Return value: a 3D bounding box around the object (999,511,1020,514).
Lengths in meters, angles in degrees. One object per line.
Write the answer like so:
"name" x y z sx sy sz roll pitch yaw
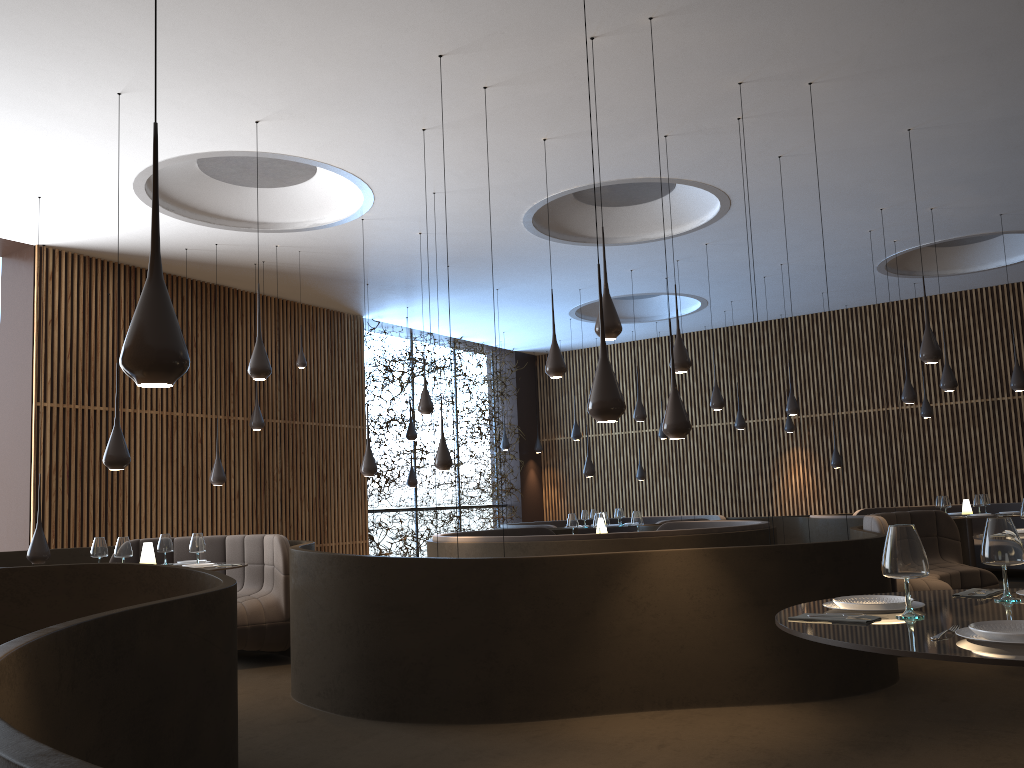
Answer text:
"object" 6.995 1.812 12.461 0.263 0.029 0.263 -8 -10 37

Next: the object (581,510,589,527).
"object" 1.252 2.309 15.195 0.142 0.294 0.142 -6 -7 28

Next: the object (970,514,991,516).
"object" 6.372 1.782 12.055 0.263 0.029 0.264 -6 -9 23

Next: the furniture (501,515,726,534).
"furniture" 1.770 2.856 15.184 3.884 1.044 3.802 -4 -8 10

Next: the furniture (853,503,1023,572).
"furniture" 7.147 2.283 12.915 1.981 1.044 3.946 1 -8 -25

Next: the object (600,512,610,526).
"object" 1.121 1.704 10.776 0.142 0.294 0.142 2 -8 -35

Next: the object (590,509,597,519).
"object" 1.459 2.380 15.777 0.142 0.294 0.142 -7 -8 33

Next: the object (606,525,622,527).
"object" 1.679 2.387 14.895 0.332 0.014 0.332 -5 -8 19

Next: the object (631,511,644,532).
"object" 1.454 1.622 10.283 0.142 0.294 0.142 -3 -7 4

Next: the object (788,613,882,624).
"object" 1.045 0.762 2.878 0.262 0.017 0.126 -9 -10 41

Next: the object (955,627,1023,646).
"object" 1.361 0.668 2.351 0.332 0.014 0.332 -10 -11 43

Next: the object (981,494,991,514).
"object" 6.842 1.739 12.814 0.142 0.294 0.142 0 -7 -20

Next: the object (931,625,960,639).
"object" 1.357 0.670 2.354 0.411 0.012 0.204 -10 -11 42

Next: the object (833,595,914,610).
"object" 1.259 0.765 3.092 0.263 0.029 0.264 -3 -8 3

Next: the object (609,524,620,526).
"object" 1.678 2.377 14.896 0.263 0.029 0.263 -9 -10 38

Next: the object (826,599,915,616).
"object" 1.262 0.777 3.095 0.205 0.012 0.411 -8 -10 37

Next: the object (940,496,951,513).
"object" 6.124 1.729 12.517 0.142 0.294 0.142 -5 -7 21

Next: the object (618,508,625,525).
"object" 1.922 2.347 15.683 0.142 0.294 0.142 -1 -7 -13

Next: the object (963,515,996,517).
"object" 6.368 1.794 12.054 0.411 0.012 0.205 -4 -8 12

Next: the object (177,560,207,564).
"object" -2.969 1.657 8.230 0.263 0.029 0.264 -2 -8 -1

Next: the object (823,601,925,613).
"object" 1.259 0.775 3.091 0.332 0.014 0.332 -9 -10 41

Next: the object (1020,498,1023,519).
"object" 4.229 1.081 7.234 0.142 0.294 0.142 -7 -8 32

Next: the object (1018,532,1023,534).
"object" 4.315 1.243 7.436 0.332 0.014 0.333 1 -8 -22

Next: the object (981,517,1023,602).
"object" 1.760 0.627 3.176 0.142 0.294 0.142 -6 -8 30

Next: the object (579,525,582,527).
"object" 1.073 2.462 15.322 0.263 0.029 0.264 0 -8 -21

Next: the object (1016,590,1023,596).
"object" 1.998 0.755 3.179 0.332 0.014 0.332 -8 -9 33

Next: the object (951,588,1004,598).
"object" 1.792 0.801 3.397 0.127 0.017 0.262 -10 -11 42

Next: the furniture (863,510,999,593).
"furniture" 4.059 1.794 8.716 0.932 1.057 2.534 -8 -9 38

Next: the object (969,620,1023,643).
"object" 1.360 0.659 2.352 0.263 0.029 0.264 -6 -9 24

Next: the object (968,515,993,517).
"object" 6.373 1.792 12.054 0.332 0.014 0.333 1 -9 -25

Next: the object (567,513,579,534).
"object" 0.722 1.686 10.520 0.142 0.294 0.142 -2 -7 0

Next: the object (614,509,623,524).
"object" 1.811 2.271 15.097 0.142 0.294 0.142 -6 -7 26

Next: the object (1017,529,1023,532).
"object" 4.315 1.234 7.437 0.263 0.029 0.264 0 -8 -19

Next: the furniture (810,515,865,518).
"furniture" 4.846 2.312 12.133 0.900 1.044 2.539 -1 -8 -15

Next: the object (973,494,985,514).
"object" 6.518 1.692 12.376 0.142 0.294 0.142 1 -8 -29

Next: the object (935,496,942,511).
"object" 6.273 1.786 12.980 0.142 0.294 0.142 1 -7 -25

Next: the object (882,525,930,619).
"object" 1.277 0.606 2.876 0.142 0.294 0.142 -5 -7 18

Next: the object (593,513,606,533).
"object" 0.984 1.598 9.963 0.142 0.294 0.142 -2 -7 -5

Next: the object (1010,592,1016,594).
"object" 2.002 0.756 3.177 0.411 0.012 0.204 -9 -10 38

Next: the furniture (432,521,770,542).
"furniture" 1.026 2.235 10.275 3.881 1.115 3.801 -4 -8 8

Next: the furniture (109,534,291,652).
"furniture" -3.030 2.004 8.498 2.534 1.057 0.933 -7 -8 29
